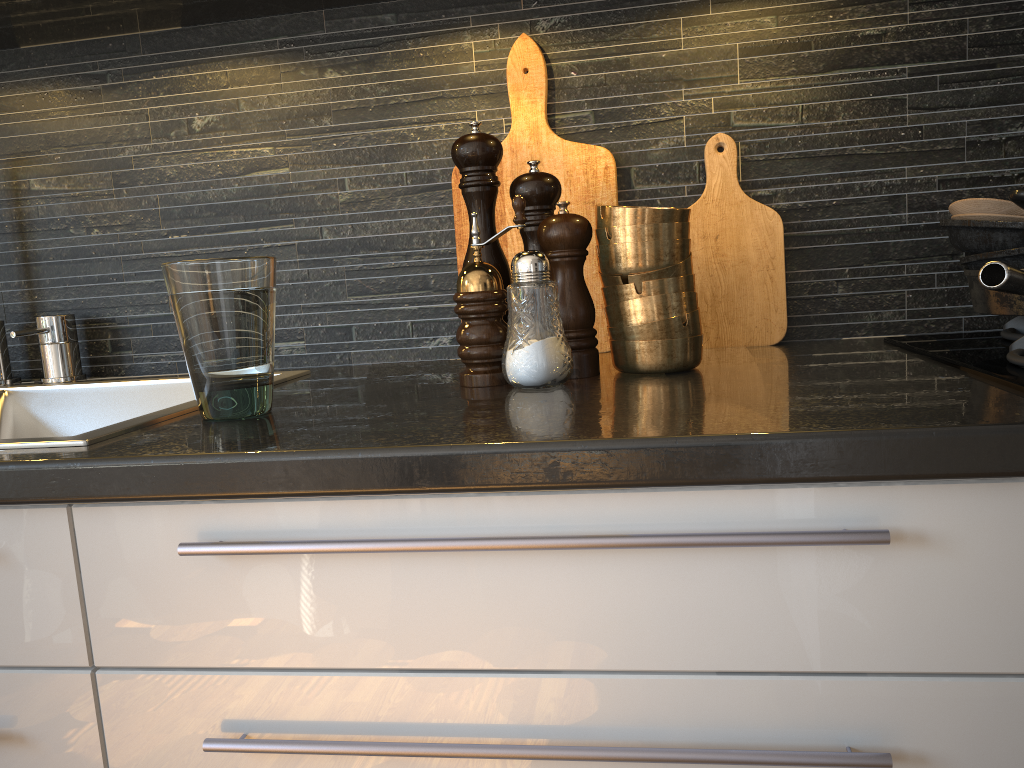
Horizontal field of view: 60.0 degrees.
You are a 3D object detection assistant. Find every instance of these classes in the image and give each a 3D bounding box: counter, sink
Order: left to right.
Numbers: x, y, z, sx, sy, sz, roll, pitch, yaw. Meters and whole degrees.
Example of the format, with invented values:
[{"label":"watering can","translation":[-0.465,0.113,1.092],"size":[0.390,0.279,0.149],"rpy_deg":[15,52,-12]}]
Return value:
[{"label":"sink","translation":[-0.999,0.130,1.080],"size":[1.421,0.169,0.474],"rpy_deg":[-3,7,10]},{"label":"counter","translation":[-0.293,0.110,0.981],"size":[4.250,0.193,0.621],"rpy_deg":[-3,7,10]}]

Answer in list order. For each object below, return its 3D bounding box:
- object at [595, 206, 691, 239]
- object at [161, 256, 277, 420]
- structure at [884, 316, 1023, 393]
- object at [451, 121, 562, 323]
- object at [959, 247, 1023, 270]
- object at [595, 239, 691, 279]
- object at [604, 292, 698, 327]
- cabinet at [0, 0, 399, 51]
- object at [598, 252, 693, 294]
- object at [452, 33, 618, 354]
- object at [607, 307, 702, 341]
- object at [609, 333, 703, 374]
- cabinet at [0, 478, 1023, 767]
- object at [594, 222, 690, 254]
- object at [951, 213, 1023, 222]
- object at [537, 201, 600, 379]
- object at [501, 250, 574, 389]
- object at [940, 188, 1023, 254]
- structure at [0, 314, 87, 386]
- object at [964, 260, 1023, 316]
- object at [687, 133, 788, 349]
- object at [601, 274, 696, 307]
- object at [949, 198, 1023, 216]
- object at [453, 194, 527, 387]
[{"label":"object","translation":[0.138,-0.168,0.931],"size":[0.100,0.047,0.099],"rpy_deg":[-3,7,5]},{"label":"object","translation":[-0.265,-0.042,0.828],"size":[0.102,0.147,0.102],"rpy_deg":[-3,8,10]},{"label":"structure","translation":[0.735,-0.049,0.777],"size":[0.662,0.041,0.499],"rpy_deg":[-3,7,10]},{"label":"object","translation":[-0.001,-0.153,1.001],"size":[0.123,0.283,0.060],"rpy_deg":[-3,8,10]},{"label":"object","translation":[0.564,-0.137,0.887],"size":[0.347,0.082,0.243],"rpy_deg":[-11,10,-43]},{"label":"object","translation":[0.139,-0.132,0.938],"size":[0.100,0.036,0.099],"rpy_deg":[-4,7,3]},{"label":"object","translation":[0.149,-0.072,0.948],"size":[0.099,0.051,0.099],"rpy_deg":[-5,7,-4]},{"label":"cabinet","translation":[-0.360,-1.000,0.901],"size":[4.236,1.072,0.457],"rpy_deg":[-3,8,10]},{"label":"object","translation":[0.142,-0.114,0.944],"size":[0.099,0.057,0.101],"rpy_deg":[-1,8,21]},{"label":"object","translation":[0.029,-0.245,1.169],"size":[0.219,0.420,0.029],"rpy_deg":[-3,8,10]},{"label":"object","translation":[0.152,-0.055,0.949],"size":[0.100,0.048,0.099],"rpy_deg":[0,8,28]},{"label":"object","translation":[0.155,-0.033,0.953],"size":[0.100,0.036,0.100],"rpy_deg":[3,10,42]},{"label":"cabinet","translation":[-0.319,0.436,0.741],"size":[4.224,0.692,0.040],"rpy_deg":[-3,8,10]},{"label":"object","translation":[0.138,-0.148,0.935],"size":[0.100,0.036,0.099],"rpy_deg":[2,9,38]},{"label":"object","translation":[0.565,-0.148,0.820],"size":[0.064,0.044,0.334],"rpy_deg":[-8,8,-28]},{"label":"object","translation":[0.060,-0.100,0.941],"size":[0.058,0.184,0.058],"rpy_deg":[3,11,42]},{"label":"object","translation":[0.022,-0.065,0.882],"size":[0.069,0.135,0.069],"rpy_deg":[-6,8,-15]},{"label":"object","translation":[0.576,-0.152,0.884],"size":[0.246,0.081,0.355],"rpy_deg":[-2,7,13]},{"label":"structure","translation":[-0.716,-0.164,1.211],"size":[0.167,0.348,0.195],"rpy_deg":[-4,8,2]},{"label":"object","translation":[0.548,-0.104,0.915],"size":[0.351,0.061,0.232],"rpy_deg":[-6,8,-16]},{"label":"object","translation":[0.271,-0.182,1.132],"size":[0.146,0.274,0.043],"rpy_deg":[-3,8,10]},{"label":"object","translation":[0.145,-0.093,0.948],"size":[0.099,0.043,0.099],"rpy_deg":[-4,7,-3]},{"label":"object","translation":[0.577,-0.157,0.828],"size":[0.059,0.061,0.334],"rpy_deg":[-10,9,-37]},{"label":"object","translation":[-0.022,-0.097,0.927],"size":[0.080,0.192,0.058],"rpy_deg":[-5,8,-6]}]
